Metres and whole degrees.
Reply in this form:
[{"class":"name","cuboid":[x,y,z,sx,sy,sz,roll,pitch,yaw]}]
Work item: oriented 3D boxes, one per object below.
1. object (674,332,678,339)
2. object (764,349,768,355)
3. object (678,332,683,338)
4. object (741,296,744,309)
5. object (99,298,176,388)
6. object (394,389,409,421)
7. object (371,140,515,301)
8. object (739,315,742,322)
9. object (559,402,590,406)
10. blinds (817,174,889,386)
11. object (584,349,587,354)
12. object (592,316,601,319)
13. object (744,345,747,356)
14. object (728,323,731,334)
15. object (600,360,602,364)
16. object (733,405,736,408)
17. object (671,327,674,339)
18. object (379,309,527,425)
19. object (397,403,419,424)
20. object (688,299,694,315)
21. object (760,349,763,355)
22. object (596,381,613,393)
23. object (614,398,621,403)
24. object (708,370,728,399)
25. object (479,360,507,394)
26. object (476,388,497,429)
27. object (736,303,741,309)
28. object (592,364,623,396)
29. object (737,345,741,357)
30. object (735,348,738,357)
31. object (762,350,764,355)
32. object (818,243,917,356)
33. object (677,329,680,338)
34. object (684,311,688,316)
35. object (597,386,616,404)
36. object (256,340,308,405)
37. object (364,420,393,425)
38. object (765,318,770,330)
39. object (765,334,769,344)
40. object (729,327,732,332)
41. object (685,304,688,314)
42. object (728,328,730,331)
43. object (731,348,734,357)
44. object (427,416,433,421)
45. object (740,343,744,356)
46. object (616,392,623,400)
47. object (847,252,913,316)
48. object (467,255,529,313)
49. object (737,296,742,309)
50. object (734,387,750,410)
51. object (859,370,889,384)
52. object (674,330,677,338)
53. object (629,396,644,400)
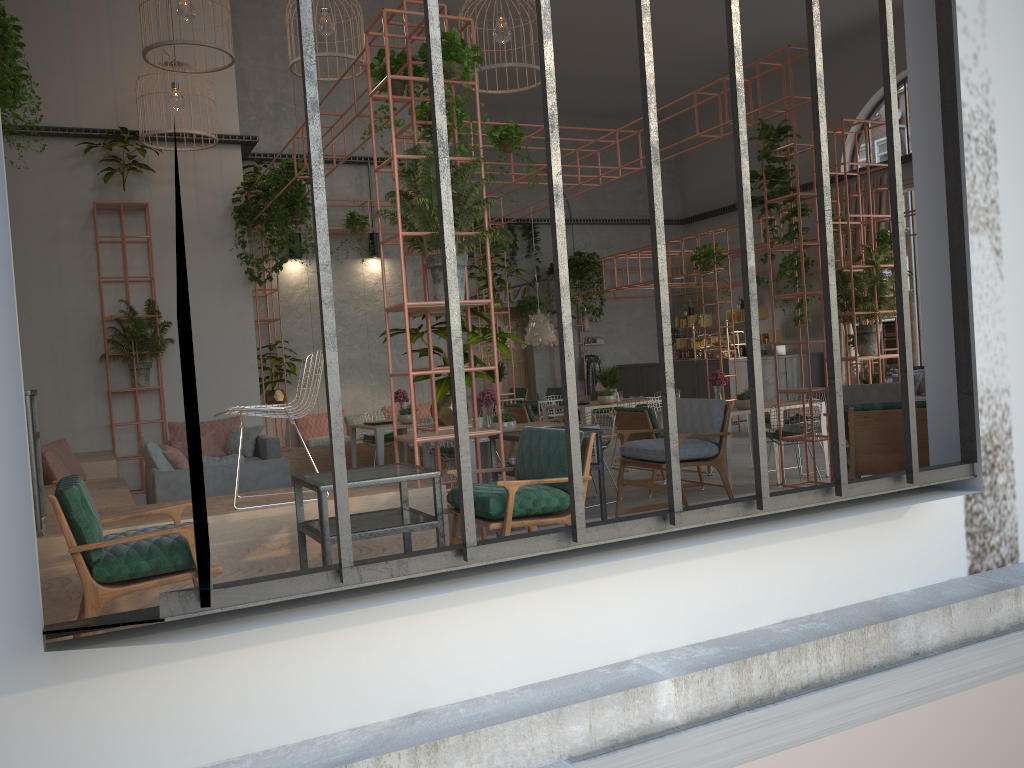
[{"class":"object","cuboid":[4.023,-1.190,21.752,0.115,0.147,0.115,-3,2,19]},{"class":"object","cuboid":[5.496,-0.693,19.207,0.073,0.131,0.073,-5,2,-33]},{"class":"object","cuboid":[4.141,-1.200,21.809,0.115,0.147,0.115,-3,2,19]},{"class":"object","cuboid":[5.134,-1.855,19.607,0.134,0.386,0.134,-5,2,-37]},{"class":"object","cuboid":[-4.653,-0.507,11.045,0.894,1.097,0.900,-4,2,4]},{"class":"object","cuboid":[-1.431,0.269,11.454,0.213,0.414,0.225,-5,2,-33]},{"class":"object","cuboid":[-0.453,-1.092,5.906,0.894,1.101,0.900,-3,2,28]},{"class":"object","cuboid":[5.071,-1.445,19.567,0.123,0.142,0.141,-5,2,-26]},{"class":"object","cuboid":[0.864,0.276,12.335,0.268,0.031,0.427,-5,2,-26]},{"class":"blinds","cuboid":[7.382,-1.746,15.931,0.414,4.389,4.957,-5,2,-24]},{"class":"object","cuboid":[1.741,-0.767,21.079,0.093,0.121,0.049,-5,2,-23]},{"class":"object","cuboid":[2.019,-1.593,21.168,0.263,0.101,0.013,-5,2,-26]},{"class":"object","cuboid":[5.160,-0.756,19.634,0.065,0.280,0.065,-4,2,18]},{"class":"object","cuboid":[4.932,-1.284,20.176,0.066,0.291,0.066,-4,2,14]},{"class":"object","cuboid":[2.131,-0.545,21.272,0.033,0.146,0.070,-3,2,36]},{"class":"object","cuboid":[2.490,0.232,9.756,0.115,0.073,0.115,-5,2,-31]},{"class":"object","cuboid":[3.958,-1.260,21.840,0.066,0.291,0.066,-3,2,34]},{"class":"object","cuboid":[-0.407,-0.170,6.374,0.934,0.923,0.903,-3,2,31]},{"class":"object","cuboid":[-1.265,0.360,10.742,0.248,0.247,0.254,-5,2,-26]},{"class":"object","cuboid":[4.304,-1.843,21.338,0.134,0.386,0.134,-4,2,8]},{"class":"object","cuboid":[5.369,-0.682,19.140,0.073,0.131,0.073,-5,2,-33]},{"class":"object","cuboid":[1.322,0.101,12.720,0.241,0.313,0.241,-3,2,19]},{"class":"object","cuboid":[1.450,0.219,12.219,0.115,0.078,0.115,-5,2,-20]},{"class":"object","cuboid":[2.390,0.045,10.249,0.213,0.414,0.225,-5,2,-33]},{"class":"object","cuboid":[-0.262,-0.109,13.808,0.438,0.527,0.368,-5,2,-26]},{"class":"object","cuboid":[-0.246,0.251,8.983,0.213,0.414,0.225,-5,2,-33]},{"class":"object","cuboid":[5.002,-1.713,19.577,0.088,0.123,0.088,-3,2,31]},{"class":"object","cuboid":[1.350,-0.010,12.392,0.438,0.527,0.368,-5,2,-26]},{"class":"object","cuboid":[5.042,-0.732,19.662,0.082,0.246,0.082,-4,2,7]},{"class":"object","cuboid":[5.002,-0.732,19.756,0.072,0.248,0.094,-5,2,-26]},{"class":"object","cuboid":[5.395,-0.674,19.240,0.115,0.107,0.115,-5,2,-20]},{"class":"object","cuboid":[3.513,-0.831,8.819,0.894,1.100,0.900,-4,2,4]},{"class":"object","cuboid":[4.101,-1.272,21.907,0.066,0.291,0.066,-4,2,14]},{"class":"object","cuboid":[4.172,-1.701,21.308,0.088,0.123,0.088,-3,2,31]},{"class":"object","cuboid":[1.273,0.150,11.961,0.248,0.247,0.254,-5,2,-26]},{"class":"object","cuboid":[-3.303,-0.151,12.288,0.934,0.919,0.903,-3,2,36]},{"class":"object","cuboid":[-1.673,0.486,11.116,0.268,0.031,0.427,-5,2,-26]},{"class":"object","cuboid":[5.475,-1.282,19.000,0.075,0.273,0.075,-5,2,-37]},{"class":"object","cuboid":[5.455,-0.961,18.836,0.131,0.207,0.131,-3,2,19]},{"class":"object","cuboid":[4.971,-1.213,20.078,0.115,0.147,0.115,-4,2,-17]},{"class":"object","cuboid":[4.256,-1.802,21.527,0.134,0.301,0.134,-5,2,-37]},{"class":"object","cuboid":[4.853,-1.203,20.021,0.115,0.147,0.115,-4,2,-17]},{"class":"object","cuboid":[4.952,-0.715,19.851,0.073,0.219,0.105,-5,2,-19]},{"class":"object","cuboid":[-1.007,0.422,11.039,0.115,0.078,0.115,-5,2,-20]},{"class":"object","cuboid":[5.081,-0.755,19.590,0.066,0.291,0.066,-5,2,-41]},{"class":"object","cuboid":[1.538,0.172,12.674,0.095,0.119,0.095,-4,2,-1]},{"class":"object","cuboid":[5.133,-1.416,12.460,0.923,0.946,0.924,-3,2,30]},{"class":"object","cuboid":[-0.236,-1.580,13.739,0.934,0.947,0.903,-3,2,26]},{"class":"object","cuboid":[5.086,-1.815,19.796,0.134,0.301,0.134,-5,2,-37]},{"class":"object","cuboid":[2.494,0.156,9.460,0.247,0.247,0.252,-5,2,-26]},{"class":"object","cuboid":[5.133,0.052,12.548,0.438,0.527,0.368,-5,2,-26]},{"class":"object","cuboid":[4.027,-1.266,21.874,0.066,0.291,0.066,-5,2,-19]},{"class":"object","cuboid":[1.782,0.194,12.664,0.218,0.041,0.218,-4,2,-17]}]
